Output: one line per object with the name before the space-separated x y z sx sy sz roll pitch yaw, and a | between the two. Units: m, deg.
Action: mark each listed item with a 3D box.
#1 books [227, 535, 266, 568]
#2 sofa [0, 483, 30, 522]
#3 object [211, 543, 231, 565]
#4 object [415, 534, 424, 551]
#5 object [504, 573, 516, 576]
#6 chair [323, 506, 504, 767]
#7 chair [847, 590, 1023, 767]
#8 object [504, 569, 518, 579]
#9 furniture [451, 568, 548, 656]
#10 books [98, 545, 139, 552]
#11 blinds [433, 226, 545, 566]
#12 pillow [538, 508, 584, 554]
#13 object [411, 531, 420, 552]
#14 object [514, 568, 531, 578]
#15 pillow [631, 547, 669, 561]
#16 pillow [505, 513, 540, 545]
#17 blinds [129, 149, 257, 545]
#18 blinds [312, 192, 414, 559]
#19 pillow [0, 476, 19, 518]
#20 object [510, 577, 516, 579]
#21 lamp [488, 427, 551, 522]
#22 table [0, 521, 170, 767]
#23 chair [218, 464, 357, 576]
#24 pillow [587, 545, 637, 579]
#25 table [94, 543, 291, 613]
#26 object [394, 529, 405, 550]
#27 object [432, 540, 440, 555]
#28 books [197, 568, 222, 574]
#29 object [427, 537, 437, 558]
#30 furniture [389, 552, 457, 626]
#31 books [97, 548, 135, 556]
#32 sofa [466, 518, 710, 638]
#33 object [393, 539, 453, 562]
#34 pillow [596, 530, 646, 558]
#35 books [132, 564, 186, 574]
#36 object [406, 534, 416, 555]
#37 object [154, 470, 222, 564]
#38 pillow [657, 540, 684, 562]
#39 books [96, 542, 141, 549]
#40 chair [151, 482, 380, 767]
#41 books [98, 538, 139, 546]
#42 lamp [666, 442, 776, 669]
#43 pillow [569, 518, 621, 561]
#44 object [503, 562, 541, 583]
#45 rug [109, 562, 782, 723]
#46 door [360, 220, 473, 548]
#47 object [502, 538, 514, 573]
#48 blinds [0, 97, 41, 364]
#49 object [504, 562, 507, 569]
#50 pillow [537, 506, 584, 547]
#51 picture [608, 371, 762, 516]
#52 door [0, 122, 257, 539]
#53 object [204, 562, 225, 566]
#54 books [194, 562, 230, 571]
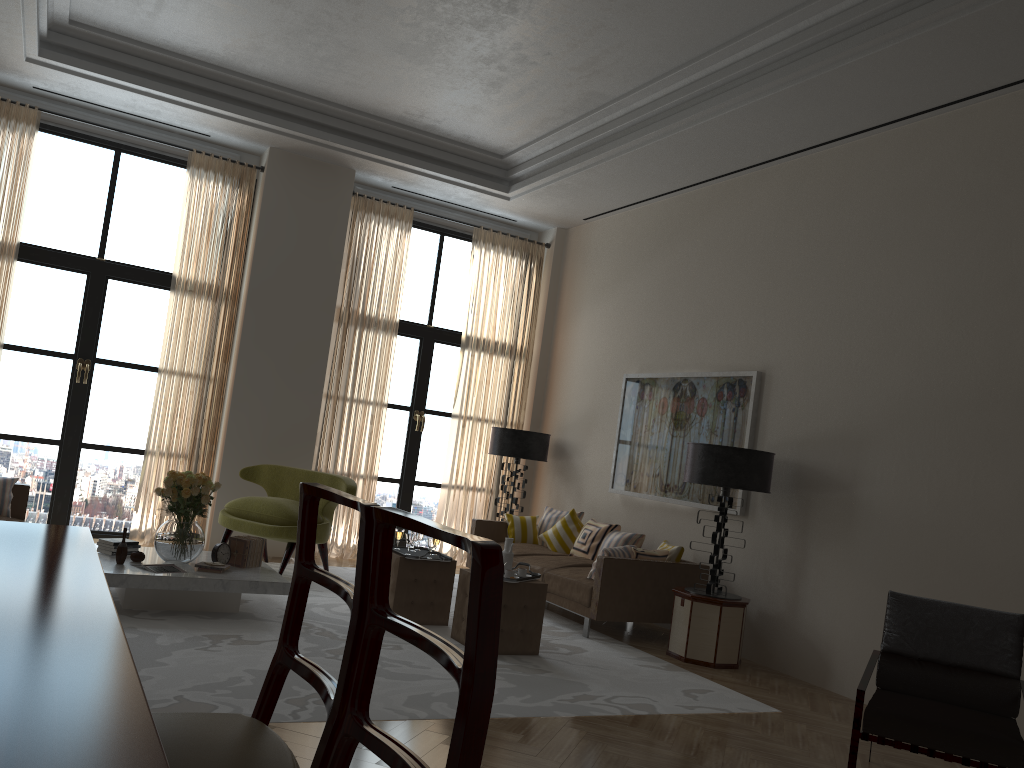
books | -2.431 1.528 8.087 0.210 0.264 0.282 6 -4 22
sofa | -4.326 1.209 6.453 1.354 0.818 2.978 10 -5 -27
object | -2.584 1.517 7.887 0.082 0.209 0.205 6 -4 23
object | -0.916 1.541 8.732 0.098 0.191 0.098 7 -3 20
object | -0.054 1.637 7.668 0.187 0.026 0.041 9 -4 -20
chair | -0.590 0.994 1.775 0.879 1.503 0.656 10 -4 -28
chair | 2.516 1.872 5.161 0.876 1.133 1.138 6 -4 27
object | -0.020 1.625 7.574 0.176 0.067 0.176 10 -5 -26
furniture | -0.117 1.979 7.716 0.615 0.615 0.613 10 -4 -28
books | -3.459 1.441 7.787 0.207 0.024 0.263 6 -5 25
blinds | -0.347 0.256 12.822 1.244 4.867 0.418 9 -3 -26
pillow | 0.687 1.839 10.935 0.766 0.616 0.356 7 -4 16
object | -0.946 1.526 8.593 0.098 0.191 0.098 9 -4 -28
object | 0.090 1.661 7.804 0.176 0.067 0.176 10 -5 -29
pillow | 1.340 1.884 9.125 0.465 0.411 0.303 10 -4 -29
pillow | 0.144 1.870 11.267 0.483 0.432 0.318 9 -4 -18
blinds | -3.907 -0.382 10.927 0.875 4.867 0.418 9 -3 -25
blinds | -2.074 -0.053 11.904 0.961 4.867 0.419 9 -3 -26
pillow | -4.536 0.962 7.662 0.499 0.427 0.326 11 -5 -40
object | 0.008 1.642 7.477 0.053 0.025 0.049 10 -5 -26
lamp | -0.006 1.644 12.203 0.831 2.015 0.829 9 -3 -23
table | -2.128 1.085 2.406 1.804 1.025 3.799 10 -5 -28
chair | -2.659 1.548 9.989 1.788 1.212 1.032 5 -4 30
pillow | 1.004 1.824 8.987 0.499 0.427 0.326 11 -5 -40
table | -2.946 1.741 7.827 1.587 0.342 1.500 10 -5 -28
object | -1.100 1.505 8.592 0.098 0.191 0.098 5 -5 45
object | -0.733 1.551 8.537 0.098 0.191 0.098 8 -3 -2
books | -2.586 1.589 7.621 0.197 0.024 0.256 9 -5 -10
object | -0.748 1.522 8.210 0.098 0.191 0.098 9 -4 -28
furniture | -0.944 1.924 8.442 0.615 0.615 0.613 10 -4 -28
books | -3.465 1.471 7.796 0.207 0.035 0.281 5 -5 29
sofa | 0.710 2.193 10.164 1.354 0.818 2.978 10 -5 -27
object | -0.900 1.580 8.454 0.492 0.091 0.802 10 -5 -28
pillow | 1.191 1.947 10.130 0.372 0.565 0.659 10 -4 -32
books | -2.928 1.515 7.353 0.383 0.038 0.282 5 -6 35
object | -0.960 1.499 8.274 0.098 0.191 0.098 8 -3 -2
object | -2.860 1.175 7.794 0.541 0.820 0.626 10 -4 -32
pillow | 1.595 1.905 9.360 0.296 0.475 0.516 8 -4 -6
books | -3.460 1.417 7.800 0.229 0.024 0.281 5 -5 27
chair | -0.903 0.997 2.342 0.879 1.503 0.656 10 -4 -28
books | -3.457 1.388 7.791 0.206 0.030 0.260 5 -5 29
lamp | 1.966 1.613 8.461 0.831 2.015 0.829 9 -4 -27
pillow | 0.970 1.877 10.442 0.404 0.546 0.617 9 -4 -24
object | -0.042 1.630 7.745 0.440 0.101 0.722 6 -5 26
rug | -1.672 2.070 8.046 5.528 0.065 5.730 10 -5 -28
door | -1.281 0.121 12.580 3.092 4.760 0.239 10 -3 -28
object | -0.042 1.533 7.937 0.113 0.305 0.126 7 -3 9
blinds | -5.999 -0.750 9.814 0.782 4.879 0.419 9 -3 -25
object | -0.132 1.610 7.791 0.176 0.105 0.136 10 -5 -31
pillow | 0.568 1.870 11.322 0.623 0.575 0.356 4 -5 41
picture | 1.878 0.607 10.006 0.080 1.478 2.266 9 -4 -29
door | -5.033 -0.551 10.582 3.264 4.760 0.239 10 -3 -28
object | -2.563 1.549 7.640 0.139 0.019 0.137 12 -6 -43
books | -2.574 1.567 7.628 0.255 0.026 0.202 8 -5 -3
